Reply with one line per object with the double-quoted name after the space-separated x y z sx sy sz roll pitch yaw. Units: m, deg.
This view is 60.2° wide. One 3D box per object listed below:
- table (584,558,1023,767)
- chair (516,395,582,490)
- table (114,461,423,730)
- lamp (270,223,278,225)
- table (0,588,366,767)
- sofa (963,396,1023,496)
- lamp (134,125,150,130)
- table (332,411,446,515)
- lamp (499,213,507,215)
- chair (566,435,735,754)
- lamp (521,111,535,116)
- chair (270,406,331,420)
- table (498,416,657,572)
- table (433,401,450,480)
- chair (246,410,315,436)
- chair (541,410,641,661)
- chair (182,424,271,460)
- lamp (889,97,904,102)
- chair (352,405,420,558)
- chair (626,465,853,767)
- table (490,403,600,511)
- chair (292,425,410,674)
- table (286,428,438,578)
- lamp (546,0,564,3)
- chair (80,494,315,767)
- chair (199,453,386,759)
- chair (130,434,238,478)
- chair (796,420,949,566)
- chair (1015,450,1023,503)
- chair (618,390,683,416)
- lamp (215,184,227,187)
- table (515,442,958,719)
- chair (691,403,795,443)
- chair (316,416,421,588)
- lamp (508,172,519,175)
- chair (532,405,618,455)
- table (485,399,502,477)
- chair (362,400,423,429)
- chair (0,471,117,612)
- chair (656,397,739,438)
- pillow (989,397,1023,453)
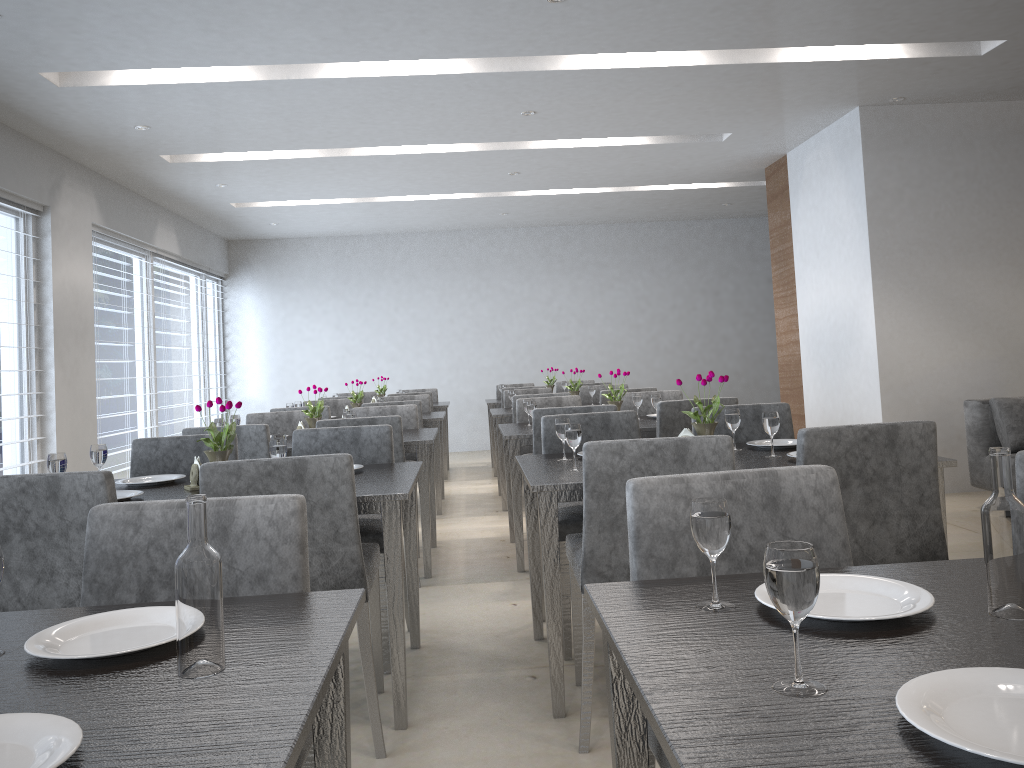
0.736 0.591 0.941 1.189 0.636 0.776 -3 0 -3 "table"
0.259 0.459 4.825 0.477 0.765 0.490 -3 -2 -8 "chair"
-0.874 0.633 2.711 1.189 0.636 0.776 -3 0 -3 "table"
-2.422 -1.625 8.993 0.088 0.007 0.089 -2 2 42 "lamp"
-0.781 0.671 0.922 1.189 0.636 0.776 -3 0 -3 "table"
3.096 0.418 3.207 0.835 0.629 3.792 -3 1 -3 "sofa"
-2.234 -1.546 5.335 0.088 0.007 0.089 -2 2 42 "lamp"
-1.048 0.560 6.104 1.189 0.636 0.776 -3 0 -3 "table"
-0.091 -1.750 9.119 0.088 0.007 0.089 -2 2 42 "lamp"
0.391 0.511 2.416 0.477 0.765 0.491 -3 -2 2 "chair"
0.097 -1.672 5.462 0.088 0.007 0.089 -2 2 42 "lamp"
-1.298 0.519 5.727 0.477 0.765 0.491 -3 -2 2 "chair"
0.554 0.515 4.481 1.189 0.636 0.776 -3 0 -3 "table"
-1.139 0.521 7.879 1.189 0.636 0.776 -3 0 -3 "table"
-1.255 0.541 4.743 0.477 0.765 0.490 -3 -2 -8 "chair"
0.346 0.496 3.137 0.477 0.765 0.490 -3 -2 -8 "chair"
-1.210 0.556 4.022 0.477 0.765 0.491 -3 -2 2 "chair"
2.429 -1.797 5.588 0.088 0.007 0.089 -2 2 42 "lamp"
-0.711 0.512 4.764 0.477 0.765 0.491 -3 -2 2 "chair"
0.430 0.536 1.287 0.477 0.765 0.490 -3 -2 -8 "chair"
0.466 0.478 6.186 1.189 0.636 0.776 -3 0 -3 "table"
-0.624 0.548 3.077 0.477 0.765 0.491 -3 -2 2 "chair"
-0.960 0.596 4.399 1.189 0.636 0.776 -3 0 -3 "table"
0.186 -1.635 3.748 0.088 0.007 0.089 -2 2 42 "lamp"
-0.532 0.587 1.287 0.477 0.765 0.491 -3 -2 2 "chair"
-0.601 0.563 2.420 0.477 0.765 0.490 -3 -2 -8 "chair"
-1.169 0.577 3.055 0.477 0.765 0.490 -3 -2 -8 "chair"
0.913 0.481 2.502 0.477 0.765 0.490 -3 -2 -8 "chair"
1.002 0.506 1.310 0.476 0.765 0.492 -4 -2 27 "chair"
0.803 0.430 4.846 0.477 0.765 0.491 -3 -2 2 "chair"
-2.323 -1.583 7.060 0.088 0.007 0.089 -2 2 42 "lamp"
0.641 0.551 2.793 1.189 0.636 0.776 -3 0 -3 "table"
0.890 0.467 3.159 0.477 0.765 0.491 -3 -2 2 "chair"
-0.688 0.526 4.108 0.477 0.765 0.490 -3 -2 -8 "chair"
0.009 -1.709 7.187 0.088 0.007 0.089 -2 2 42 "lamp"
0.304 0.474 4.104 0.477 0.765 0.491 -3 -2 2 "chair"
0.375 0.440 7.962 1.189 0.636 0.776 -3 0 -3 "table"
-0.775 0.490 5.813 0.477 0.765 0.490 -3 -2 -8 "chair"
-1.123 0.592 2.334 0.477 0.765 0.491 -3 -2 2 "chair"
0.827 0.445 4.190 0.477 0.765 0.490 -3 -2 -8 "chair"
2.928 0.214 4.818 0.560 0.307 0.188 -3 -2 -2 "pillow"
